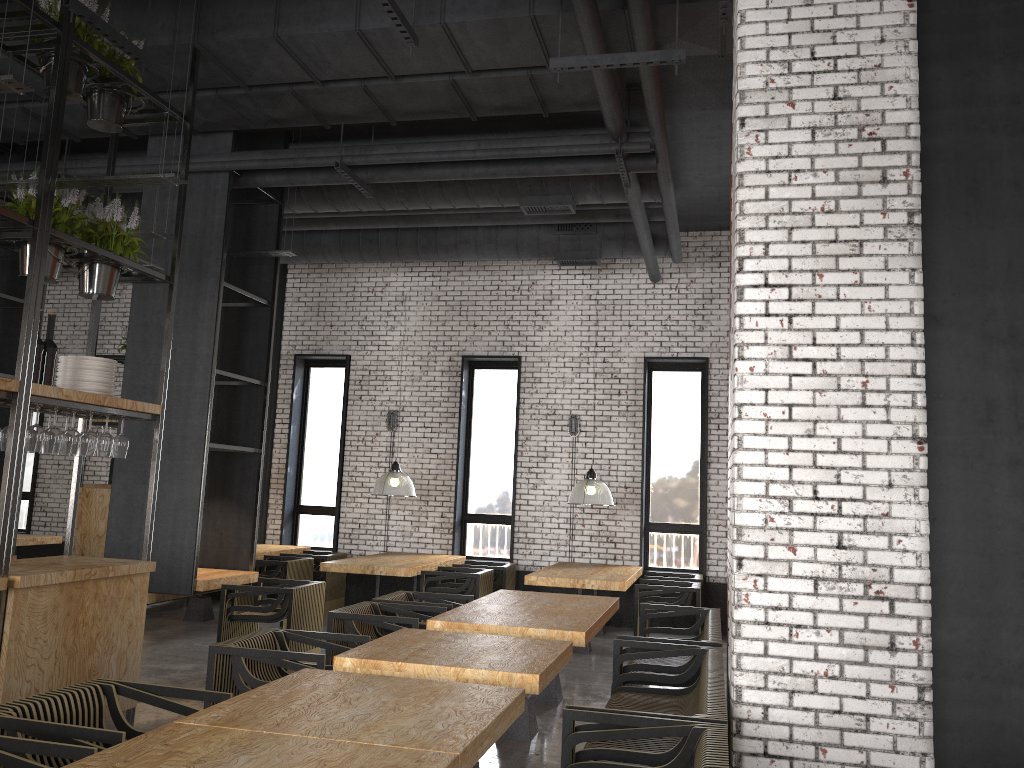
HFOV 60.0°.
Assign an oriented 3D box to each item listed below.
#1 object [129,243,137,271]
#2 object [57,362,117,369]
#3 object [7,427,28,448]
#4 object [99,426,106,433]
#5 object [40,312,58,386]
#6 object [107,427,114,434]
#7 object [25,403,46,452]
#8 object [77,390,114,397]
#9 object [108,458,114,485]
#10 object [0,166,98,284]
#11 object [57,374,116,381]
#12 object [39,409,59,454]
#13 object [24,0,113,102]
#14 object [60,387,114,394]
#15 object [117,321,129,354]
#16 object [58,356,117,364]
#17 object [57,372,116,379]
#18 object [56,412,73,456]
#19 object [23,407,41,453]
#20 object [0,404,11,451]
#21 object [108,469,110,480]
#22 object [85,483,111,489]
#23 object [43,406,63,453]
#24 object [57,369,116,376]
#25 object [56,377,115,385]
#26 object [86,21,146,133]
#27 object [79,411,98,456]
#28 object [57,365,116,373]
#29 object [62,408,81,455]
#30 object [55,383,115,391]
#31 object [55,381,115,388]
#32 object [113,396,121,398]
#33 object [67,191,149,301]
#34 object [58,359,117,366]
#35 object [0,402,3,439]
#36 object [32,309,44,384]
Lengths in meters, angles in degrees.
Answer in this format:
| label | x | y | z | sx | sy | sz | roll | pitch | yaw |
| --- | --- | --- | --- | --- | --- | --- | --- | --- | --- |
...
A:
| label | x | y | z | sx | sy | sz | roll | pitch | yaw |
| --- | --- | --- | --- | --- | --- | --- | --- | --- | --- |
| object | -4.320 | -1.442 | 10.423 | 0.416 | 0.560 | 0.466 | 4 | -8 | -13 |
| object | -2.655 | -0.099 | 5.541 | 0.334 | 0.044 | 0.334 | 5 | -7 | -16 |
| object | -2.651 | 0.222 | 4.762 | 0.101 | 0.268 | 0.101 | 9 | -10 | -40 |
| object | -4.564 | 0.609 | 9.865 | 0.101 | 0.268 | 0.101 | 9 | -10 | -40 |
| object | -2.728 | -0.186 | 5.212 | 0.098 | 0.472 | 0.098 | 6 | -9 | -24 |
| object | -4.533 | 0.627 | 9.999 | 0.101 | 0.268 | 0.101 | 9 | -10 | -40 |
| object | -2.623 | 0.239 | 4.885 | 0.101 | 0.268 | 0.101 | 9 | -10 | -40 |
| object | -2.661 | 0.072 | 5.517 | 0.335 | 0.033 | 0.334 | 0 | -8 | 21 |
| object | -4.366 | 0.873 | 9.852 | 0.157 | 0.555 | 0.106 | 1 | -8 | 12 |
| object | -2.754 | -0.883 | 5.211 | 0.416 | 0.560 | 0.466 | -1 | -8 | 21 |
| object | -2.657 | -0.025 | 5.530 | 0.334 | 0.040 | 0.334 | -2 | -9 | 35 |
| object | -2.807 | 0.290 | 5.367 | 0.101 | 0.268 | 0.100 | 6 | -9 | -23 |
| object | -2.658 | -1.999 | 5.323 | 0.416 | 0.560 | 0.466 | 4 | -8 | -14 |
| object | -2.662 | 0.051 | 5.520 | 0.334 | 0.046 | 0.334 | 3 | -7 | -6 |
| object | -4.325 | -0.331 | 10.264 | 0.467 | 0.560 | 0.415 | 6 | -8 | -22 |
| object | -2.653 | -0.137 | 5.547 | 0.334 | 0.039 | 0.334 | 4 | -7 | -13 |
| object | -2.657 | -0.041 | 5.532 | 0.335 | 0.039 | 0.334 | 0 | -8 | 21 |
| object | -2.774 | 0.309 | 5.509 | 0.101 | 0.268 | 0.100 | 6 | -9 | -23 |
| object | -2.839 | 0.271 | 5.225 | 0.101 | 0.268 | 0.100 | 6 | -9 | -23 |
| object | -2.871 | 0.252 | 5.083 | 0.101 | 0.268 | 0.100 | 6 | -9 | -23 |
| object | -4.577 | 1.067 | 10.129 | 0.056 | 0.249 | 0.056 | 2 | -8 | 5 |
| object | -4.467 | 1.153 | 9.948 | 0.411 | 0.050 | 0.410 | 1 | -7 | 12 |
| object | -2.592 | 0.256 | 5.019 | 0.101 | 0.268 | 0.100 | 6 | -9 | -23 |
| object | -2.656 | -0.060 | 5.535 | 0.335 | 0.043 | 0.333 | 3 | -7 | -3 |
| object | -2.659 | -0.006 | 5.528 | 0.334 | 0.039 | 0.334 | 5 | -8 | -20 |
| object | -2.625 | -1.942 | 5.768 | 0.467 | 0.560 | 0.415 | -3 | -10 | 37 |
| object | -2.528 | 0.294 | 5.303 | 0.101 | 0.268 | 0.100 | 6 | -9 | -23 |
| object | -2.656 | -0.080 | 5.538 | 0.334 | 0.041 | 0.334 | 5 | -7 | -17 |
| object | -2.560 | 0.275 | 5.161 | 0.101 | 0.268 | 0.100 | 6 | -9 | -23 |
| object | -2.659 | 0.033 | 5.523 | 0.334 | 0.037 | 0.334 | 5 | -8 | -21 |
| object | -2.659 | 0.013 | 5.525 | 0.334 | 0.040 | 0.334 | 5 | -8 | -23 |
| object | -4.375 | 0.168 | 10.078 | 0.334 | 0.039 | 0.334 | 4 | -7 | -13 |
| object | -2.604 | -0.824 | 5.639 | 0.416 | 0.560 | 0.466 | 2 | -8 | 7 |
| object | -2.653 | -0.118 | 5.543 | 0.334 | 0.039 | 0.334 | 4 | -7 | -12 |
| object | -2.902 | 0.234 | 4.949 | 0.101 | 0.268 | 0.101 | 9 | -10 | -40 |
| object | -2.752 | -0.200 | 5.108 | 0.098 | 0.472 | 0.098 | 6 | -9 | -24 |
